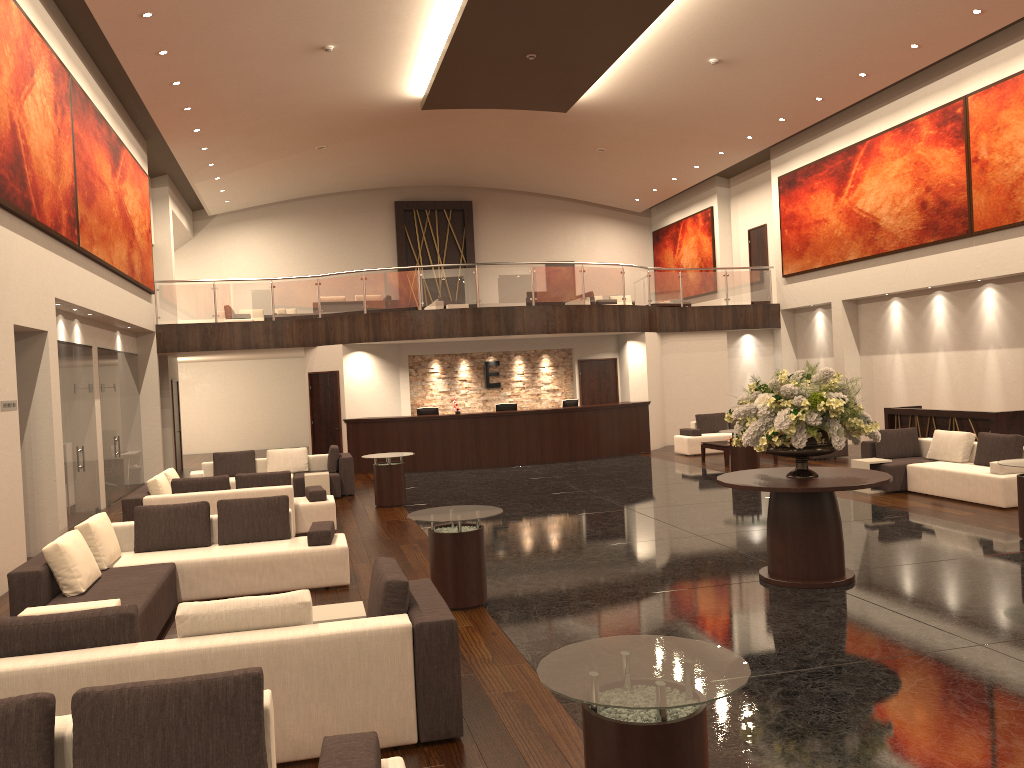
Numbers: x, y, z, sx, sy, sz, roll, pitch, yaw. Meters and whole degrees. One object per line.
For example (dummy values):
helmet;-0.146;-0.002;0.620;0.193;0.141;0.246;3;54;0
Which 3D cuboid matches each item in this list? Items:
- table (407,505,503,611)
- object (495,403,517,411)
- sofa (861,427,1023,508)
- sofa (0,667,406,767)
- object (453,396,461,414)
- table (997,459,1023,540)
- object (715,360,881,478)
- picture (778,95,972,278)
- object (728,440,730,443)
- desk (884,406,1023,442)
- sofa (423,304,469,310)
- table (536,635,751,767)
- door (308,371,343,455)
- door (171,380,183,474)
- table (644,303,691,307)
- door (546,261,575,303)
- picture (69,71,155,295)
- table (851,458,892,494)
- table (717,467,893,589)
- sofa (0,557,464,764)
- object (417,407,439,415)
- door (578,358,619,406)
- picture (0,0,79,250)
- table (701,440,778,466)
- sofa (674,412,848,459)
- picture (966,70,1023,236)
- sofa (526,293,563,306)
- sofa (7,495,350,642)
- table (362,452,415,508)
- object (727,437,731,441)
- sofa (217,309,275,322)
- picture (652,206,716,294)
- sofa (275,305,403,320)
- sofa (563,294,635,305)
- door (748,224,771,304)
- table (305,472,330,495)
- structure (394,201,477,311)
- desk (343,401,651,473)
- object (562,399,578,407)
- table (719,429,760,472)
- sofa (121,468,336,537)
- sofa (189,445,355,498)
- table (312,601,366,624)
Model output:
table;-0.475;1.517;7.721;0.844;0.795;0.833;-2;1;38
object;-0.117;0.673;19.620;0.483;0.485;0.189;-3;1;-13
sofa;6.074;1.104;12.357;1.291;0.862;2.846;-3;1;-13
sofa;-1.386;1.599;2.050;2.586;0.862;3.366;-3;1;-13
object;-1.188;0.453;19.102;0.163;0.390;0.165;-3;1;-5
table;5.475;1.205;9.107;0.844;0.795;0.833;-2;1;38
object;2.569;0.290;8.020;1.402;1.097;1.453;-2;1;33
picture;7.489;-3.925;19.086;0.070;2.526;6.485;-3;1;-13
object;4.519;1.150;17.715;0.437;0.040;0.154;-2;1;33
desk;7.269;0.926;14.573;0.700;1.043;2.606;-3;1;-13
sofa;-1.771;-2.096;25.974;1.291;0.862;2.846;-3;1;-13
table;0.534;1.518;3.518;0.844;0.795;0.833;-2;1;38
door;-4.116;0.836;19.655;0.990;2.232;0.104;-2;1;37
door;-8.132;1.014;21.491;0.104;2.232;0.990;-3;1;-13
table;4.554;-2.172;26.175;1.100;0.380;1.100;-3;1;-13
door;1.666;-2.997;29.748;0.990;2.232;0.104;-3;1;-13
picture;-6.969;-3.165;15.717;0.070;2.526;6.485;-3;1;-13
table;5.267;1.339;12.974;0.400;0.460;0.400;-3;1;-13
table;2.645;1.296;8.036;1.498;0.921;1.498;-3;1;-22
sofa;-1.798;1.583;5.091;2.846;0.862;1.291;-3;1;-13
object;-1.842;0.760;19.497;0.483;0.485;0.189;-3;1;2
door;2.133;0.500;21.609;0.990;2.232;0.104;-3;1;-13
picture;-5.718;-3.163;10.349;0.070;2.526;4.515;-3;1;-13
table;4.535;1.357;17.767;1.100;0.380;1.100;-3;1;-13
sofa;5.191;1.070;18.769;2.586;0.862;3.366;-3;1;-13
picture;8.740;-3.922;13.718;0.070;2.526;4.515;-3;1;-13
sofa;0.518;-2.214;26.379;1.291;0.862;2.846;-3;1;-13
sofa;-2.674;1.596;7.575;2.586;0.862;3.366;-3;1;-13
table;-1.925;1.514;13.946;0.833;0.795;0.844;-3;1;26
object;4.410;1.119;17.957;0.119;0.106;0.119;-3;1;10
sofa;-6.748;-1.845;25.714;3.366;0.862;2.586;-3;1;-13
picture;5.393;-3.929;28.082;0.070;2.526;4.515;-3;1;-13
sofa;-4.849;-1.926;24.616;3.366;0.862;2.586;-3;1;-13
sofa;3.522;-2.372;27.054;3.366;0.862;2.586;-3;1;-13
door;6.767;-3.184;24.256;0.104;2.232;0.990;-3;1;-13
table;-3.277;1.740;14.933;0.400;0.460;0.400;-3;1;-13
structure;-2.436;-3.786;28.699;2.524;4.236;0.187;-3;1;-13
desk;-0.113;1.165;19.808;7.146;1.171;1.674;-3;1;-12
object;1.330;0.595;20.141;0.483;0.485;0.189;-3;1;-38
table;4.024;1.202;15.333;0.833;0.795;0.844;-3;1;26
sofa;-3.905;1.594;12.782;2.586;0.862;3.366;-3;1;-13
sofa;-4.198;1.577;15.393;2.846;0.862;1.291;-3;1;-13
table;-1.174;1.744;5.912;0.400;0.460;0.400;-3;1;-13
